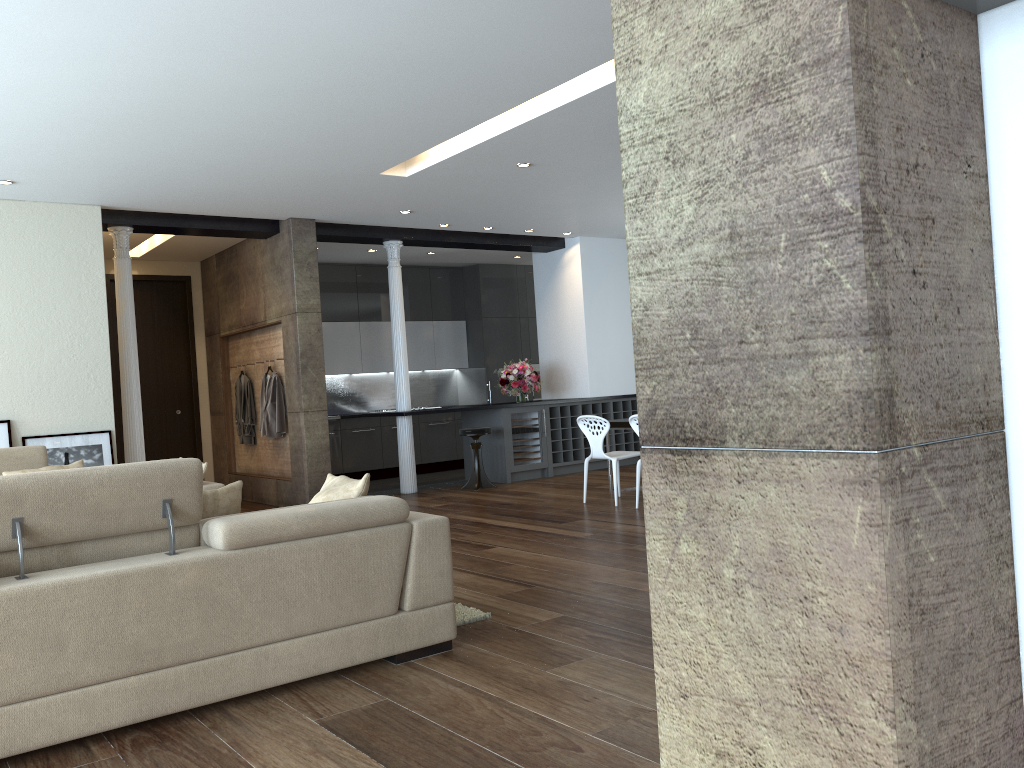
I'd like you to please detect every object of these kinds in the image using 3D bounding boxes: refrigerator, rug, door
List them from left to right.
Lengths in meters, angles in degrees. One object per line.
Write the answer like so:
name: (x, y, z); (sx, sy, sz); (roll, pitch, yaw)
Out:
rug: (-2.685, 1.323, 4.343); (4.231, 0.020, 2.972); (-4, 0, -37)
door: (-4.464, 0.063, 11.035); (1.037, 2.814, 0.246); (-4, 0, -37)
refrigerator: (0.179, 0.655, 10.738); (0.578, 0.774, 0.075); (-4, 0, -33)

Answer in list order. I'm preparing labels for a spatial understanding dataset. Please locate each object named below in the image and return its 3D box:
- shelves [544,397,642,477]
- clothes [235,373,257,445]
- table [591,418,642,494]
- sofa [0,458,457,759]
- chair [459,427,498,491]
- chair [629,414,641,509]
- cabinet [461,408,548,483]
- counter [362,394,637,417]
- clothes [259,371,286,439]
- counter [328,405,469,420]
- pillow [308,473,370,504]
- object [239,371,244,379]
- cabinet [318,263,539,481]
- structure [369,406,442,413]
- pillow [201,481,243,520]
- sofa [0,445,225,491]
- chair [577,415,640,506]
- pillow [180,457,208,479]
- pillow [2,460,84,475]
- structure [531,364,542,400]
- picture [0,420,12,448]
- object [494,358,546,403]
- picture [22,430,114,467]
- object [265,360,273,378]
shelves: (0.843, 0.675, 11.764); (1.700, 0.897, 0.900); (-4, 0, -37)
clothes: (-3.176, 0.297, 10.468); (0.141, 0.855, 0.569); (-4, 0, -36)
table: (2.314, 0.648, 7.946); (1.200, 0.733, 3.400); (-4, 0, -37)
sofa: (-1.590, 0.783, 3.545); (2.581, 0.950, 1.021); (-4, 0, -37)
chair: (0.933, 0.881, 7.083); (16.134, 0.952, 21.556); (-4, 0, -37)
chair: (1.352, 0.659, 7.722); (0.581, 0.835, 0.495); (-4, 0, -37)
cabinet: (-0.096, 0.734, 11.068); (0.642, 0.897, 0.900); (-4, 0, -37)
counter: (0.010, 0.258, 11.171); (3.700, 0.040, 1.000); (-4, 0, -37)
clothes: (-2.653, 0.235, 9.740); (0.173, 0.735, 0.700); (-4, 0, -38)
counter: (-2.018, 0.517, 12.333); (3.597, 0.223, 0.807); (-4, 0, -37)
pillow: (-0.917, 0.634, 4.329); (0.395, 0.393, 0.518); (-4, 0, -33)
object: (-3.186, -0.117, 10.474); (0.010, 0.219, 0.430); (-4, 0, -37)
cabinet: (-0.530, -0.280, 13.461); (7.409, 2.980, 0.827); (-4, 0, -37)
structure: (-1.516, 0.375, 12.659); (0.900, 0.066, 0.520); (-4, 0, -37)
pillow: (-1.387, 0.640, 3.685); (0.534, 0.439, 0.301); (-4, 0, -33)
sofa: (-3.340, 0.906, 5.913); (2.581, 0.950, 1.021); (-4, 0, -37)
chair: (0.939, 0.688, 8.289); (0.581, 0.835, 0.495); (-4, 0, -37)
pillow: (-2.400, 0.738, 6.337); (0.395, 0.393, 0.518); (-4, 0, -40)
pillow: (-3.153, 0.764, 6.075); (0.534, 0.439, 0.301); (-4, 0, -40)
structure: (0.397, -0.008, 13.994); (0.595, 0.596, 0.591); (-4, 0, -37)
picture: (-4.580, 0.895, 6.989); (1.183, 1.140, 0.225); (-4, 0, -37)
object: (0.099, -0.043, 11.129); (0.544, 0.552, 0.570); (-4, 0, -30)
picture: (-3.765, 0.918, 7.607); (0.700, 0.988, 0.195); (-4, 0, -37)
object: (-2.660, -0.154, 9.742); (0.010, 0.219, 0.430); (-4, 0, -37)
